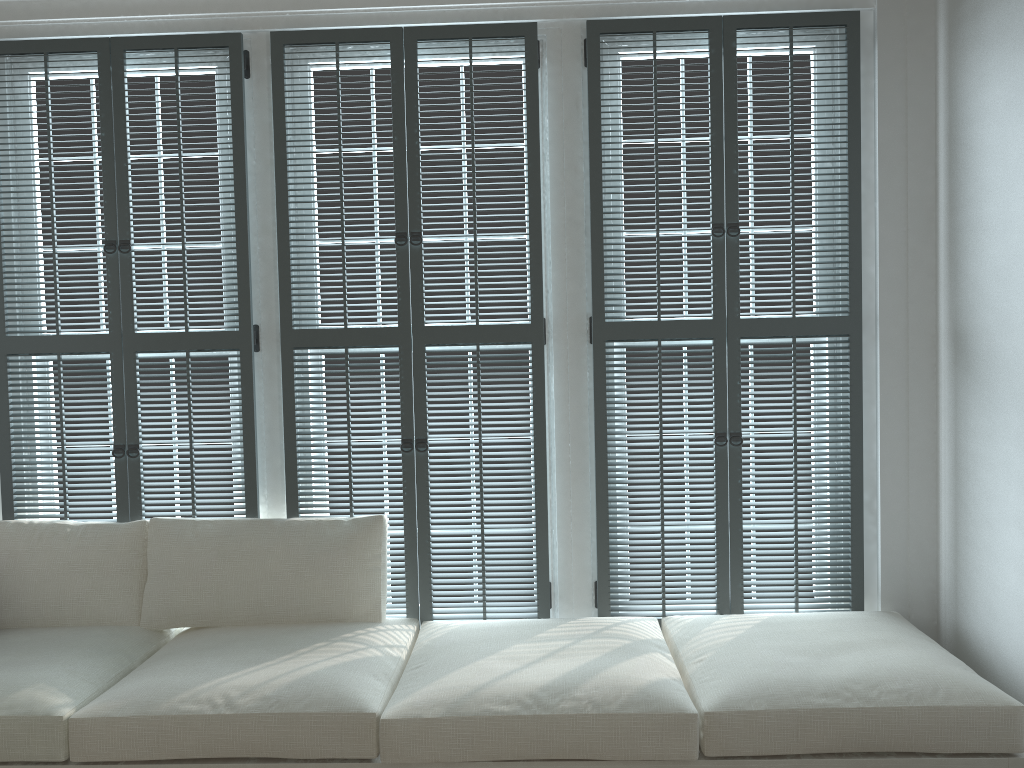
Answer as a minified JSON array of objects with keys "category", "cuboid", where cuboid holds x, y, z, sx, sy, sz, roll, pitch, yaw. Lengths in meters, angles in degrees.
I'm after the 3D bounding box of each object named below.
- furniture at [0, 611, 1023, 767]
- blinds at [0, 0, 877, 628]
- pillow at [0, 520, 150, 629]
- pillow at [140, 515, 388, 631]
[{"category":"furniture","cuboid":[-0.299,0.979,2.568,3.150,0.459,0.837,-1,2,2]},{"category":"blinds","cuboid":[-0.296,-0.202,2.945,3.076,2.238,0.141,-1,2,2]},{"category":"pillow","cuboid":[-1.529,0.629,2.901,0.695,0.360,0.187,-1,2,2]},{"category":"pillow","cuboid":[-0.798,0.610,2.873,0.787,0.360,0.193,-1,2,2]}]
